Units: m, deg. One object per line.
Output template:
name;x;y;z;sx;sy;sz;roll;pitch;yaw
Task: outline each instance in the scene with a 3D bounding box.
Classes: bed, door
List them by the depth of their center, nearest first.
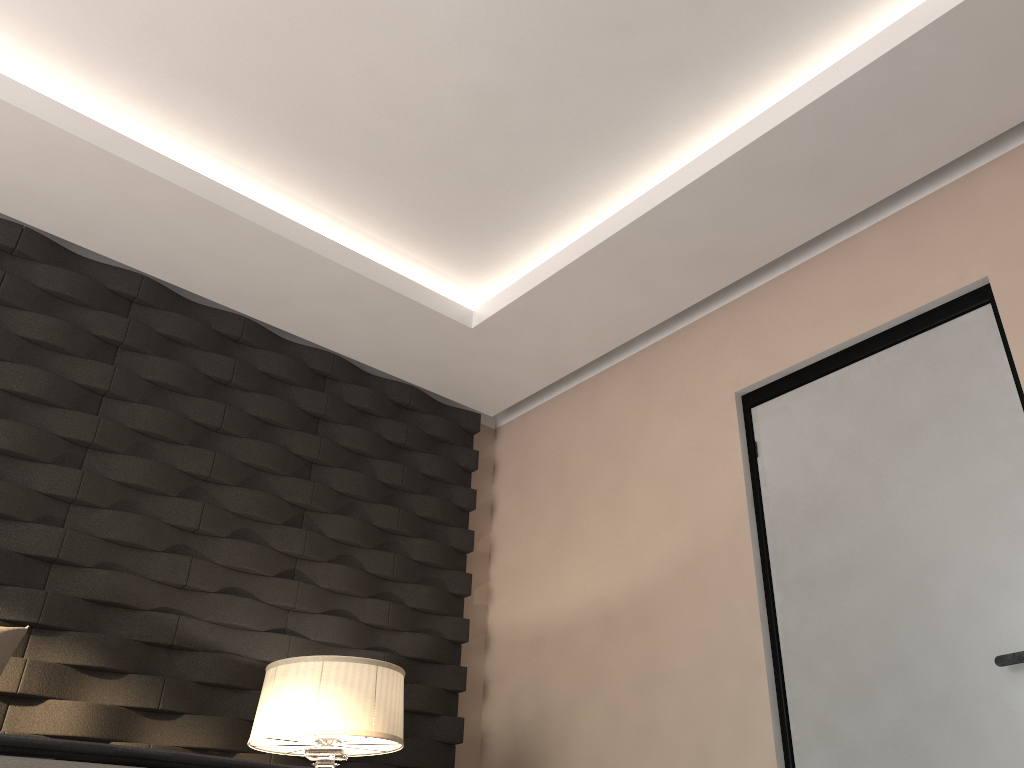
bed;-1.215;0.813;1.049;2.395;0.626;2.183;24;-39;-36
door;1.191;0.776;2.558;0.161;2.102;0.951;26;-38;-35

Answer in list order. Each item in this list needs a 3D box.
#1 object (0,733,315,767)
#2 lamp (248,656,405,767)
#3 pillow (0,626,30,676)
object;-0.914;0.493;0.871;2.144;0.323;0.589;25;-39;-37
lamp;-0.576;1.202;2.684;0.460;0.633;0.469;-4;-31;8
pillow;-1.483;0.461;1.539;1.314;0.520;0.856;23;-38;-35
